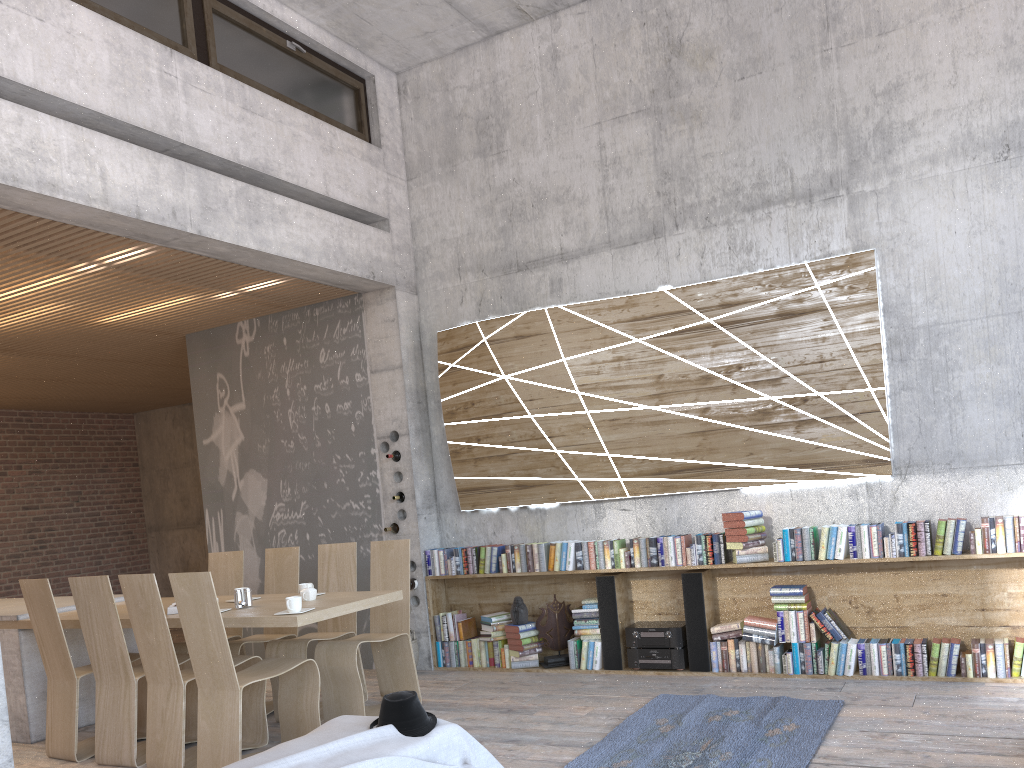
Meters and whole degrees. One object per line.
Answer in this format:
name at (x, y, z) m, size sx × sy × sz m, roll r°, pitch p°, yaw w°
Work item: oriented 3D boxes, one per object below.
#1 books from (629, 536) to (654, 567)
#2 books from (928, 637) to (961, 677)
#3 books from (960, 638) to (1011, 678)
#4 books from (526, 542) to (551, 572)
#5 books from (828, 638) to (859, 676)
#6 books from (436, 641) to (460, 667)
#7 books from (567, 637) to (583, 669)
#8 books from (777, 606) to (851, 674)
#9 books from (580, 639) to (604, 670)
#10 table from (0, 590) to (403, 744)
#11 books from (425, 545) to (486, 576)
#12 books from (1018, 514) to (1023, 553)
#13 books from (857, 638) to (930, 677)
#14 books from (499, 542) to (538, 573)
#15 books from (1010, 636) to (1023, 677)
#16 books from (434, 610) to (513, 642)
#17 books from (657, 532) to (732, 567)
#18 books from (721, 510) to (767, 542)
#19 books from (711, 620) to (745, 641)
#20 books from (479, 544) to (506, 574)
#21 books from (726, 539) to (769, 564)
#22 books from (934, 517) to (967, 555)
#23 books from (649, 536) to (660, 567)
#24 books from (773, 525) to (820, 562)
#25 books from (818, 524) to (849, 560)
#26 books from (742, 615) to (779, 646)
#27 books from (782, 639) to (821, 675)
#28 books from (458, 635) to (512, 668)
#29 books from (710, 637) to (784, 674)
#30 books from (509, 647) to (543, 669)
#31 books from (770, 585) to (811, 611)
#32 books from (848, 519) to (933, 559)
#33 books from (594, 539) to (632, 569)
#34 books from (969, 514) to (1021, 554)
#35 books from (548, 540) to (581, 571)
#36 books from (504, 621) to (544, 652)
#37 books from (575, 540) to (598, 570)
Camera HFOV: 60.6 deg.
books at (0.996, 1.269, 6.625) m, size 0.156 × 0.220 × 0.204 m, roll -6°, pitch -2°, yaw 28°
books at (2.799, 1.768, 5.676) m, size 0.201 × 0.228 × 0.188 m, roll -6°, pitch -2°, yaw 29°
books at (2.996, 1.736, 5.556) m, size 0.280 × 0.220 × 0.209 m, roll -7°, pitch -3°, yaw 27°
books at (0.229, 1.378, 6.995) m, size 0.157 × 0.220 × 0.189 m, roll -6°, pitch -2°, yaw 28°
books at (2.247, 1.848, 5.941) m, size 0.201 × 0.228 × 0.188 m, roll -6°, pitch -2°, yaw 29°
books at (-0.538, 2.295, 7.501) m, size 0.275 × 0.220 × 0.204 m, roll -7°, pitch -3°, yaw 29°
books at (0.518, 2.126, 6.941) m, size 0.075 × 0.220 × 0.204 m, roll -5°, pitch -2°, yaw 28°
books at (2.089, 1.769, 6.045) m, size 0.454 × 0.449 × 0.213 m, roll -7°, pitch 0°, yaw 29°
books at (0.646, 2.103, 6.852) m, size 0.201 × 0.228 × 0.188 m, roll -6°, pitch -2°, yaw 29°
table at (-3.185, 2.112, 6.600) m, size 5.225 × 0.922 × 1.008 m, roll -9°, pitch -4°, yaw 29°
books at (-0.475, 1.495, 7.410) m, size 0.493 × 0.220 × 0.214 m, roll -8°, pitch -3°, yaw 29°
books at (3.191, 0.907, 5.354) m, size 0.157 × 0.220 × 0.189 m, roll -6°, pitch -2°, yaw 28°
books at (2.530, 1.812, 5.816) m, size 0.420 × 0.220 × 0.204 m, roll -8°, pitch -3°, yaw 29°
books at (0.052, 1.411, 7.122) m, size 0.280 × 0.220 × 0.209 m, roll -7°, pitch -3°, yaw 27°
books at (3.222, 1.704, 5.478) m, size 0.201 × 0.228 × 0.188 m, roll -6°, pitch -2°, yaw 29°
books at (-0.302, 2.037, 7.380) m, size 0.722 × 0.262 × 0.299 m, roll -9°, pitch -5°, yaw 33°
books at (1.327, 1.211, 6.411) m, size 0.493 × 0.220 × 0.214 m, roll -8°, pitch -3°, yaw 29°
books at (1.636, 1.002, 6.180) m, size 0.244 × 0.210 × 0.191 m, roll -3°, pitch -3°, yaw -40°
books at (1.575, 1.777, 6.327) m, size 0.236 × 0.140 × 0.191 m, roll -8°, pitch -5°, yaw 30°
books at (-0.159, 1.445, 7.249) m, size 0.201 × 0.228 × 0.188 m, roll -6°, pitch -2°, yaw 29°
books at (1.665, 1.179, 6.186) m, size 0.283 × 0.150 × 0.223 m, roll -4°, pitch -4°, yaw -14°
books at (2.803, 0.973, 5.608) m, size 0.201 × 0.228 × 0.188 m, roll -6°, pitch -2°, yaw 29°
books at (1.084, 1.254, 6.568) m, size 0.055 × 0.221 × 0.189 m, roll -5°, pitch -1°, yaw 28°
books at (1.957, 1.101, 6.048) m, size 0.280 × 0.220 × 0.209 m, roll -7°, pitch -3°, yaw 27°
books at (2.174, 1.065, 5.916) m, size 0.201 × 0.228 × 0.188 m, roll -6°, pitch -2°, yaw 29°
books at (1.753, 1.730, 6.159) m, size 0.245 × 0.192 × 0.153 m, roll -7°, pitch -2°, yaw 29°
books at (2.009, 1.887, 6.085) m, size 0.228 × 0.220 × 0.214 m, roll -7°, pitch -3°, yaw 29°
books at (-0.189, 2.233, 7.341) m, size 0.498 × 0.237 × 0.241 m, roll -8°, pitch -4°, yaw 29°
books at (1.693, 1.934, 6.295) m, size 0.498 × 0.237 × 0.241 m, roll -8°, pitch -4°, yaw 29°
books at (0.109, 2.217, 7.114) m, size 0.260 × 0.150 × 0.250 m, roll -4°, pitch -5°, yaw -16°
books at (1.945, 1.491, 6.115) m, size 0.240 × 0.161 × 0.189 m, roll -8°, pitch -4°, yaw 29°
books at (2.486, 1.024, 5.769) m, size 0.493 × 0.220 × 0.214 m, roll -8°, pitch -3°, yaw 29°
books at (0.784, 1.298, 6.689) m, size 0.279 × 0.220 × 0.170 m, roll -7°, pitch -2°, yaw 30°
books at (3.014, 0.939, 5.481) m, size 0.280 × 0.220 × 0.209 m, roll -7°, pitch -3°, yaw 27°
books at (0.419, 1.348, 6.889) m, size 0.251 × 0.228 × 0.188 m, roll -7°, pitch -2°, yaw 29°
books at (0.098, 2.040, 7.098) m, size 0.244 × 0.210 × 0.191 m, roll -3°, pitch -3°, yaw -40°
books at (0.594, 1.327, 6.792) m, size 0.157 × 0.221 × 0.153 m, roll -6°, pitch -1°, yaw 29°
